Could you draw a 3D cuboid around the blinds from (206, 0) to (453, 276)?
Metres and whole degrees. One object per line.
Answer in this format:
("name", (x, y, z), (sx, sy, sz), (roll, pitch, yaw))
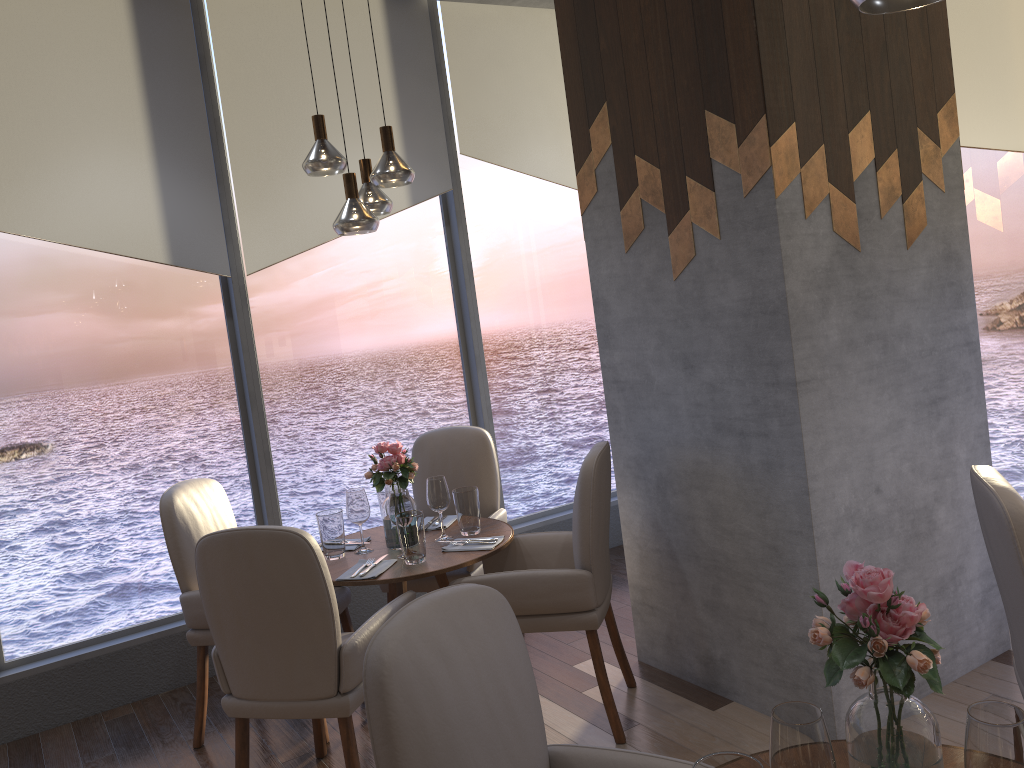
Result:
("blinds", (-0.946, -1.931, 4.460), (1.176, 2.676, 0.007), (-10, 4, -31))

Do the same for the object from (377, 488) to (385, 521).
("object", (-0.501, 0.525, 3.692), (0.102, 0.178, 0.102), (-9, 4, -20))

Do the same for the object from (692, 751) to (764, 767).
("object", (0.318, 0.637, 1.267), (0.102, 0.178, 0.102), (-4, 5, 39))

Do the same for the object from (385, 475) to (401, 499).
("object", (-0.462, 0.496, 3.590), (0.092, 0.244, 0.092), (-9, 4, -29))

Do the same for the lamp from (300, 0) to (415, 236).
("lamp", (-0.638, -1.223, 3.347), (0.439, 1.324, 0.441), (-6, 4, 26))

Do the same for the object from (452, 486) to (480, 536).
("object", (-0.173, 0.501, 3.486), (0.102, 0.178, 0.102), (-8, 4, -5))

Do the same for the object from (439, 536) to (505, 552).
("object", (-0.166, 0.595, 3.325), (0.255, 0.019, 0.158), (-6, 5, 19))

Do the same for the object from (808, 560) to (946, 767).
("object", (0.566, 0.477, 1.358), (0.197, 0.415, 0.210), (-6, 4, 16))

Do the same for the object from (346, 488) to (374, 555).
("object", (-0.588, 0.528, 3.422), (0.092, 0.244, 0.092), (-5, 5, 40))

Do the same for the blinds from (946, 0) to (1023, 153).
("blinds", (1.594, -2.207, 3.829), (0.007, 2.676, 1.173), (-10, 4, -31))

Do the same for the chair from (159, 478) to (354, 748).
("chair", (-0.999, 0.859, 3.555), (0.599, 0.998, 0.530), (-7, 4, 12))

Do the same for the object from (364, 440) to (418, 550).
("object", (-0.449, 0.422, 3.437), (0.210, 0.415, 0.198), (-7, 4, 6))

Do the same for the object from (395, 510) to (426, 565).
("object", (-0.358, 0.553, 3.184), (0.102, 0.178, 0.102), (-5, 4, 31))

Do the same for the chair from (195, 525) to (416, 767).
("chair", (-0.633, 0.874, 2.864), (0.528, 0.998, 0.601), (-6, 4, 16))

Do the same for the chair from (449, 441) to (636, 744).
("chair", (0.120, 0.737, 3.275), (0.599, 0.998, 0.530), (-7, 4, 13))

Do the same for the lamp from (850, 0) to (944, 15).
("lamp", (0.317, -1.150, 1.141), (0.440, 1.324, 0.439), (-9, 4, -24))

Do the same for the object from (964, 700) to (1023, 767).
("object", (0.669, 0.563, 1.202), (0.092, 0.244, 0.092), (-7, 4, 15))

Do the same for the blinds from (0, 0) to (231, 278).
("blinds", (-2.001, -1.733, 3.816), (1.176, 2.676, 0.007), (-10, 4, -31))

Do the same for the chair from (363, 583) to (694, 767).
("chair", (0.121, 0.891, 1.573), (0.599, 0.998, 0.530), (-5, 5, 35))

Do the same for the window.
("window", (-0.103, -0.454, 1.709), (16.106, 3.193, 8.086), (-6, 5, 14))

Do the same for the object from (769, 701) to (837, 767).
("object", (0.422, 0.589, 1.272), (0.092, 0.244, 0.092), (-10, 4, -37))

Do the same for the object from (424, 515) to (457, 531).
("object", (-0.326, 0.581, 3.708), (0.157, 0.019, 0.256), (-6, 5, 14))

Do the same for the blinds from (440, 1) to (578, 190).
("blinds", (0.083, -2.318, 5.092), (1.176, 2.676, 0.007), (-10, 4, -31))

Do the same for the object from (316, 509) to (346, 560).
("object", (-0.687, 0.577, 3.392), (0.102, 0.178, 0.102), (-8, 4, -14))

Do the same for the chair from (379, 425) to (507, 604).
("chair", (-0.296, 0.729, 3.970), (0.528, 0.998, 0.601), (-6, 4, 17))

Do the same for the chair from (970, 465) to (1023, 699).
("chair", (1.442, 0.674, 2.041), (0.599, 0.998, 0.530), (-6, 4, 19))

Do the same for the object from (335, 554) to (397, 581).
("object", (-0.512, 0.654, 3.181), (0.157, 0.019, 0.256), (-6, 5, 15))

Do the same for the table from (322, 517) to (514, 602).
("table", (-0.364, 0.953, 3.457), (0.833, 0.661, 0.836), (-3, 6, 45))

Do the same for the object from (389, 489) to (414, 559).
("object", (-0.404, 0.516, 3.283), (0.092, 0.244, 0.092), (-5, 5, 40))

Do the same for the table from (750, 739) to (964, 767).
("table", (0.591, 1.028, 1.242), (0.833, 0.661, 0.837), (-5, 5, 33))

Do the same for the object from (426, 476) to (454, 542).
("object", (-0.280, 0.485, 3.450), (0.092, 0.244, 0.092), (-8, 4, -1))

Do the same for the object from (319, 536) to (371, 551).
("object", (-0.670, 0.640, 3.563), (0.255, 0.019, 0.158), (-6, 5, 20))
